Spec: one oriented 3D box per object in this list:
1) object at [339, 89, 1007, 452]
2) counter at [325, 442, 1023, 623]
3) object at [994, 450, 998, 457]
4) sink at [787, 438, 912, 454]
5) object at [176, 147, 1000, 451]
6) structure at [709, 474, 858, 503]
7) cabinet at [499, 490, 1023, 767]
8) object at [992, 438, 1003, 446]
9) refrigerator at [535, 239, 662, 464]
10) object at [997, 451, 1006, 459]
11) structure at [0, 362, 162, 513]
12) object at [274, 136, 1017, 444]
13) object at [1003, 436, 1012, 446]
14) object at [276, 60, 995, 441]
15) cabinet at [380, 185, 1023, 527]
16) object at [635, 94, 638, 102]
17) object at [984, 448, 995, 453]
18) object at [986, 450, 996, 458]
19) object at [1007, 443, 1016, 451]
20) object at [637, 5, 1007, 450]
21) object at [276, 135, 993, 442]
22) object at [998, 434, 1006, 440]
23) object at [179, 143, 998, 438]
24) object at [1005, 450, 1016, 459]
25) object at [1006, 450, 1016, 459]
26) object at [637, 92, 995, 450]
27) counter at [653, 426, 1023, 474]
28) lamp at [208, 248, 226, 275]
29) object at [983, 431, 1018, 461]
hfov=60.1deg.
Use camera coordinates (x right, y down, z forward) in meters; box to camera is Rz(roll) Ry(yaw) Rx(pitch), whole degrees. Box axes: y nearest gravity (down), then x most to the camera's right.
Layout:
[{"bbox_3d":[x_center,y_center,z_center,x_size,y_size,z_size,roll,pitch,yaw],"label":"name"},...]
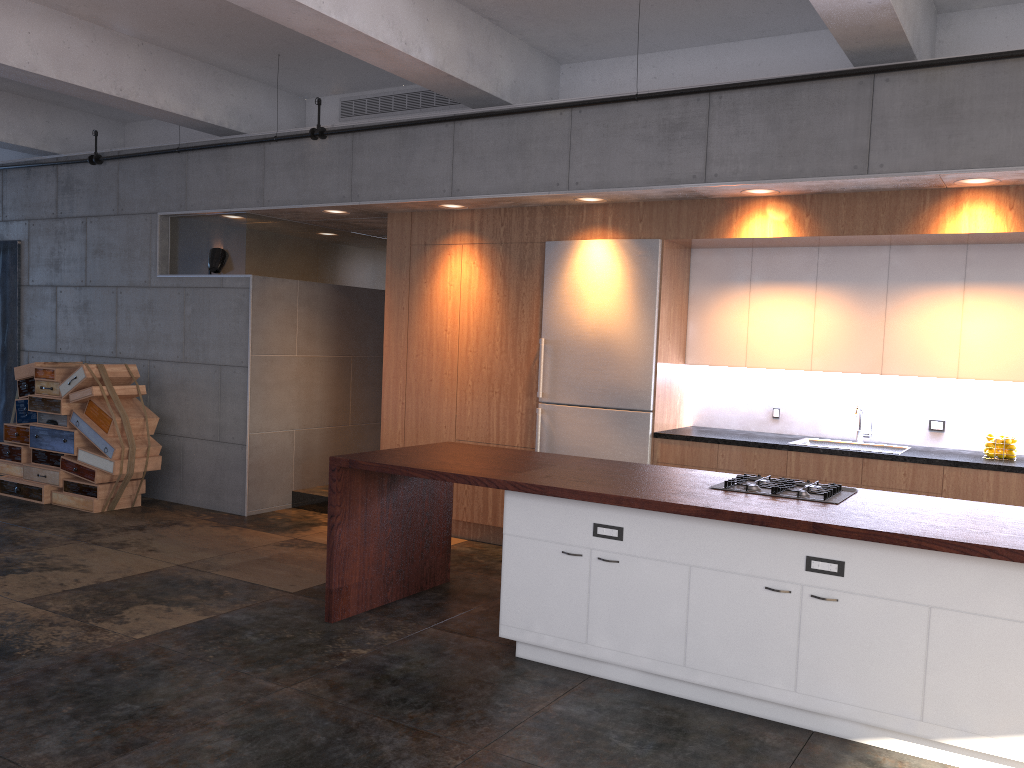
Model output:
[{"bbox_3d":[0.775,-1.134,7.148,5.838,2.871,0.059,4,4,31],"label":"object"},{"bbox_3d":[2.058,1.088,3.938,6.529,0.972,1.162,4,4,30],"label":"counter"},{"bbox_3d":[3.140,0.452,5.778,0.060,0.055,0.051,4,4,21],"label":"object"},{"bbox_3d":[2.322,0.517,6.102,0.715,0.192,0.532,4,3,31],"label":"sink"},{"bbox_3d":[3.190,0.413,5.775,0.063,0.053,0.051,1,3,-16],"label":"object"},{"bbox_3d":[1.400,0.539,4.548,0.628,0.072,0.521,4,3,31],"label":"structure"},{"bbox_3d":[2.569,1.154,3.630,5.540,0.931,0.939,4,4,30],"label":"cabinet"},{"bbox_3d":[0.054,-0.879,6.854,6.767,2.172,0.054,4,4,22],"label":"object"},{"bbox_3d":[0.647,0.023,6.717,0.939,2.194,0.223,4,4,27],"label":"refrigerator"},{"bbox_3d":[3.142,0.454,5.685,0.053,0.053,0.062,4,3,18],"label":"object"},{"bbox_3d":[-4.106,0.438,8.263,1.876,1.317,0.649,4,4,30],"label":"structure"},{"bbox_3d":[3.214,0.360,5.688,0.052,0.051,0.064,4,3,23],"label":"object"},{"bbox_3d":[3.167,0.363,5.663,0.058,0.060,0.051,0,4,-36],"label":"object"},{"bbox_3d":[3.129,0.350,5.790,0.060,0.060,0.049,1,4,-25],"label":"object"},{"bbox_3d":[2.935,0.024,6.725,7.952,2.566,2.422,4,4,30],"label":"cabinet"},{"bbox_3d":[3.217,0.404,5.712,0.061,0.053,0.053,5,4,38],"label":"object"},{"bbox_3d":[3.102,0.428,5.756,0.061,0.053,0.052,3,3,13],"label":"object"},{"bbox_3d":[4.035,-0.587,4.567,0.058,2.312,2.853,-1,5,-40],"label":"object"},{"bbox_3d":[-0.850,-1.044,9.609,11.552,2.213,0.063,5,5,44],"label":"object"},{"bbox_3d":[3.161,0.399,5.702,0.051,0.053,0.063,1,3,-21],"label":"object"},{"bbox_3d":[0.587,-0.842,6.581,5.562,2.193,0.057,3,4,19],"label":"object"},{"bbox_3d":[-1.202,-0.987,7.617,9.745,2.167,0.059,4,4,24],"label":"object"},{"bbox_3d":[3.195,0.366,5.799,0.064,0.053,0.051,2,3,-11],"label":"object"},{"bbox_3d":[3.221,0.455,5.733,0.074,0.063,0.063,2,3,-4],"label":"object"},{"bbox_3d":[3.199,0.451,5.675,0.052,0.057,0.059,1,4,-22],"label":"object"},{"bbox_3d":[1.964,-0.742,5.747,2.403,2.231,0.053,3,4,5],"label":"object"},{"bbox_3d":[3.346,0.492,6.057,4.375,0.039,1.636,4,3,30],"label":"counter"},{"bbox_3d":[-2.692,-1.114,8.094,0.170,0.259,0.213,3,3,13],"label":"lamp"},{"bbox_3d":[-1.355,0.505,10.235,12.898,1.216,0.969,5,4,41],"label":"object"}]
